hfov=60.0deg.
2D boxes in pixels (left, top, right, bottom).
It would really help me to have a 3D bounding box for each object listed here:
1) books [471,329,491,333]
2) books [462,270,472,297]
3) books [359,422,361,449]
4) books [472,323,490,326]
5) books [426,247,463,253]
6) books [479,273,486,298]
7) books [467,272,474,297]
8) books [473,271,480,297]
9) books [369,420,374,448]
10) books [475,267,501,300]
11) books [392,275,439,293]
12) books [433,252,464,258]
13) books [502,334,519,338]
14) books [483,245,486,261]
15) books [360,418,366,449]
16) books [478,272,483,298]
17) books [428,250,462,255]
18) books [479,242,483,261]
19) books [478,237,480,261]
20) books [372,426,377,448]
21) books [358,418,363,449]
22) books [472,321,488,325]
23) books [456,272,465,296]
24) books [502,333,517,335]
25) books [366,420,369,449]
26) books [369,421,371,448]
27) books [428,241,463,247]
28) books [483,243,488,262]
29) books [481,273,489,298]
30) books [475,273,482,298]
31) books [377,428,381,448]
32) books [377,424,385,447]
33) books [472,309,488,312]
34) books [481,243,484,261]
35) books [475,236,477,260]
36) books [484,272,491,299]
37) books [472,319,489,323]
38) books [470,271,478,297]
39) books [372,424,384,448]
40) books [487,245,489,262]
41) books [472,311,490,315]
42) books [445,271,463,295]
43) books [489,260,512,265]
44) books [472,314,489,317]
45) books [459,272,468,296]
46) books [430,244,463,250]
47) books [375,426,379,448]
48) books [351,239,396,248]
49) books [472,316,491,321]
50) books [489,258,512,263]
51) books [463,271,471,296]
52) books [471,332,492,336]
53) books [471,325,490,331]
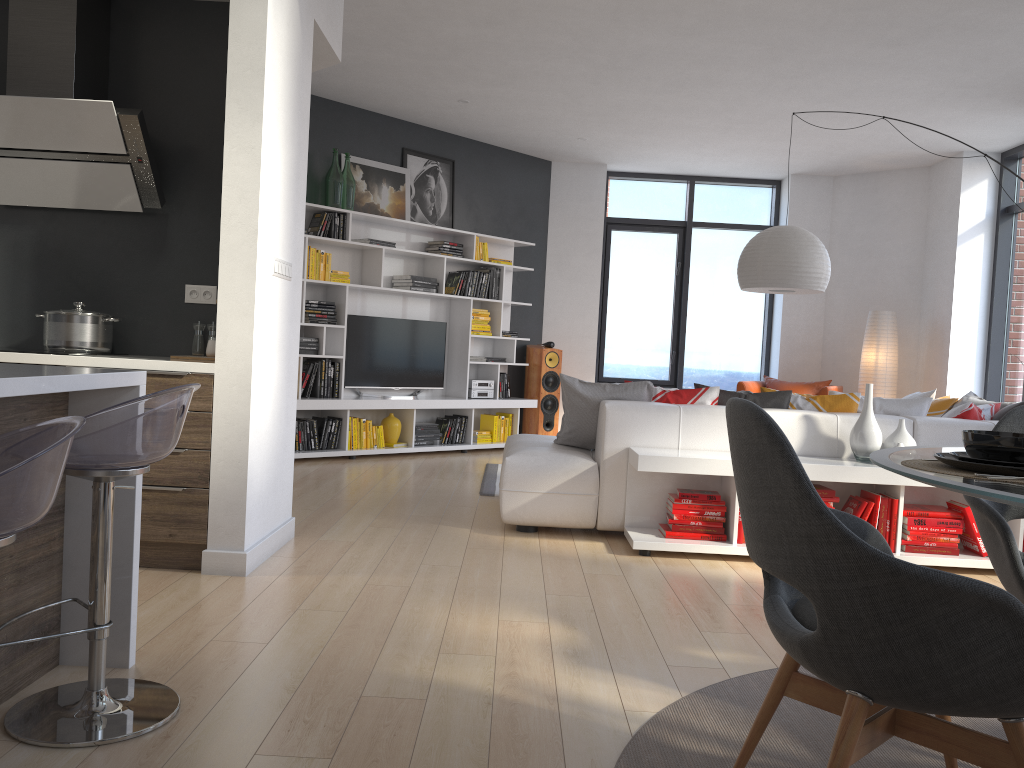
[{"bbox_3d":[-0.361,-0.512,8.570,0.257,0.024,0.203,1,3,-42],"label":"books"},{"bbox_3d":[-0.473,-0.948,8.393,0.192,0.254,0.075,5,3,44],"label":"books"},{"bbox_3d":[-1.334,0.427,7.495,0.156,0.230,0.042,5,3,43],"label":"books"},{"bbox_3d":[-0.372,-0.574,8.580,0.251,0.014,0.189,1,3,-42],"label":"books"},{"bbox_3d":[-0.633,-1.242,8.261,0.284,0.030,0.214,1,3,-41],"label":"books"},{"bbox_3d":[-0.342,-0.940,8.501,0.179,0.243,0.071,5,3,44],"label":"books"},{"bbox_3d":[-0.449,-0.940,8.408,0.179,0.243,0.068,5,3,44],"label":"books"},{"bbox_3d":[-0.402,-0.949,8.462,0.066,0.260,0.197,1,3,-45],"label":"books"},{"bbox_3d":[-1.255,0.422,7.605,0.172,0.235,0.056,5,3,44],"label":"books"},{"bbox_3d":[-0.248,-0.973,8.648,0.128,0.321,0.259,1,3,-45],"label":"books"},{"bbox_3d":[-0.877,-0.899,8.039,0.277,0.137,0.343,5,3,40],"label":"books"},{"bbox_3d":[-0.620,-1.190,8.245,0.284,0.030,0.214,1,3,-41],"label":"books"},{"bbox_3d":[-0.065,-0.476,8.794,0.213,0.023,0.161,1,3,-41],"label":"books"},{"bbox_3d":[-0.298,-1.245,8.455,0.108,0.161,0.046,5,3,44],"label":"books"},{"bbox_3d":[-1.310,0.414,7.538,0.185,0.252,0.055,5,3,44],"label":"books"},{"bbox_3d":[-0.369,-0.946,8.492,0.192,0.254,0.075,5,3,44],"label":"books"},{"bbox_3d":[-0.622,-1.215,8.246,0.189,0.020,0.264,5,3,44],"label":"books"},{"bbox_3d":[-0.338,-1.256,8.441,0.054,0.180,0.132,1,3,-45],"label":"books"},{"bbox_3d":[-0.374,-1.281,8.433,0.164,0.224,0.054,5,3,44],"label":"books"},{"bbox_3d":[-1.217,0.448,7.613,0.056,0.188,0.138,1,3,-45],"label":"books"},{"bbox_3d":[-1.321,0.414,7.512,0.041,0.252,0.180,1,3,-45],"label":"books"},{"bbox_3d":[-0.364,-0.591,8.558,0.217,0.023,0.145,1,3,-41],"label":"books"},{"bbox_3d":[-0.536,-0.938,8.331,0.096,0.234,0.187,1,3,-44],"label":"books"},{"bbox_3d":[-0.067,-0.495,8.795,0.142,0.015,0.198,5,3,44],"label":"books"},{"bbox_3d":[-1.275,0.421,7.546,0.169,0.240,0.043,5,3,44],"label":"books"},{"bbox_3d":[-1.272,0.422,7.577,0.171,0.235,0.043,5,3,43],"label":"books"},{"bbox_3d":[-0.619,-1.296,8.248,0.209,0.030,0.266,5,3,39],"label":"books"},{"bbox_3d":[-0.290,-1.258,8.481,0.064,0.184,0.141,1,3,-44],"label":"books"},{"bbox_3d":[-0.323,-0.943,8.536,0.084,0.249,0.191,1,3,-45],"label":"books"},{"bbox_3d":[-0.368,-0.937,8.457,0.069,0.242,0.172,1,3,-44],"label":"books"},{"bbox_3d":[-1.176,0.460,7.628,0.113,0.169,0.049,5,3,44],"label":"books"},{"bbox_3d":[-1.157,0.446,7.679,0.046,0.193,0.149,1,3,-44],"label":"books"},{"bbox_3d":[-0.373,-0.713,8.590,0.223,0.023,0.163,1,3,-41],"label":"books"},{"bbox_3d":[-0.318,-1.255,8.450,0.044,0.178,0.128,1,3,-45],"label":"books"},{"bbox_3d":[-0.392,-1.282,8.377,0.161,0.229,0.041,5,3,44],"label":"books"},{"bbox_3d":[-0.299,-0.947,8.560,0.066,0.260,0.197,1,3,-45],"label":"books"},{"bbox_3d":[-0.366,-0.612,8.579,0.239,0.019,0.171,1,3,-45],"label":"books"},{"bbox_3d":[-0.426,-0.945,8.437,0.084,0.249,0.191,1,3,-45],"label":"books"},{"bbox_3d":[-1.168,0.446,7.656,0.067,0.193,0.148,1,3,-44],"label":"books"},{"bbox_3d":[-0.280,-1.258,8.504,0.044,0.184,0.142,1,3,-44],"label":"books"},{"bbox_3d":[-0.351,-0.688,8.582,0.223,0.023,0.163,1,3,-41],"label":"books"},{"bbox_3d":[-0.557,-0.939,8.304,0.104,0.234,0.182,1,3,-45],"label":"books"},{"bbox_3d":[-0.158,-1.179,8.677,0.257,0.028,0.194,1,3,-40],"label":"books"},{"bbox_3d":[-0.361,-0.665,8.579,0.227,0.022,0.160,2,2,-29],"label":"books"},{"bbox_3d":[-0.505,-0.937,8.343,0.169,0.233,0.081,5,3,44],"label":"books"},{"bbox_3d":[-0.610,-1.268,8.243,0.246,0.026,0.180,1,3,-42],"label":"books"},{"bbox_3d":[-1.197,0.449,7.622,0.046,0.187,0.134,1,3,-45],"label":"books"},{"bbox_3d":[-1.199,-1.209,7.665,0.250,0.047,0.310,5,3,41],"label":"books"},{"bbox_3d":[-0.356,-0.637,8.583,0.239,0.033,0.176,1,3,-42],"label":"books"},{"bbox_3d":[-0.164,-1.205,8.680,0.257,0.024,0.203,1,3,-42],"label":"books"},{"bbox_3d":[-0.471,-0.939,8.359,0.069,0.242,0.172,1,3,-44],"label":"books"},{"bbox_3d":[-0.355,-0.485,8.567,0.257,0.028,0.194,1,3,-40],"label":"books"},{"bbox_3d":[-0.362,-0.545,8.573,0.243,0.042,0.189,1,3,-45],"label":"books"}]
